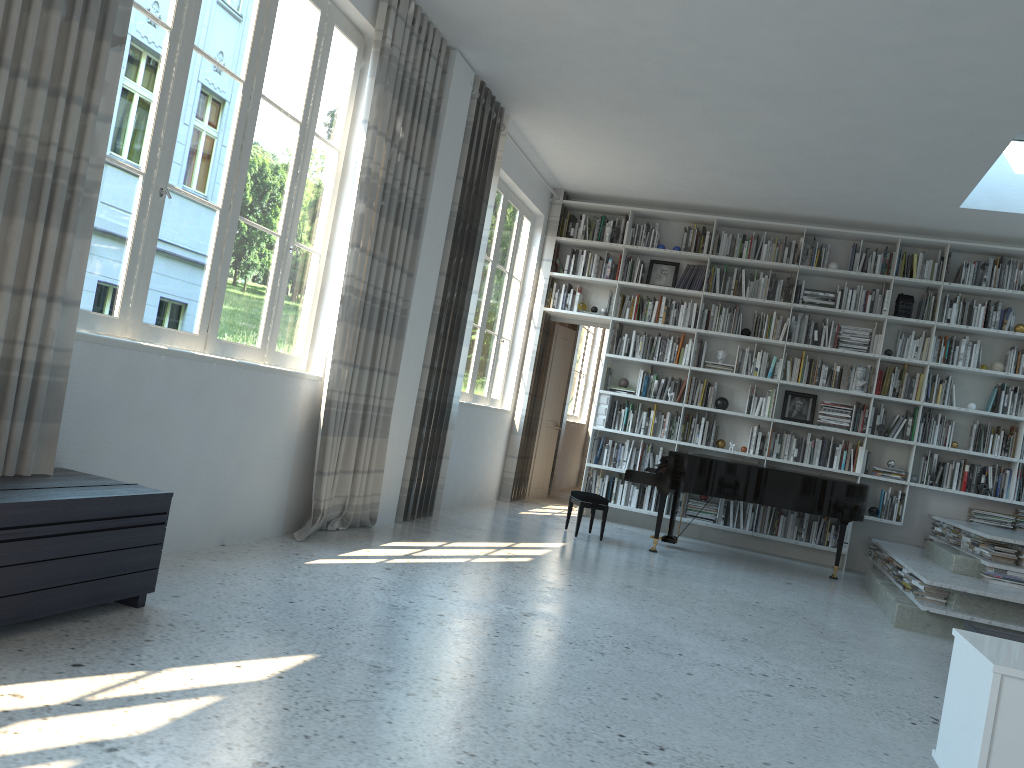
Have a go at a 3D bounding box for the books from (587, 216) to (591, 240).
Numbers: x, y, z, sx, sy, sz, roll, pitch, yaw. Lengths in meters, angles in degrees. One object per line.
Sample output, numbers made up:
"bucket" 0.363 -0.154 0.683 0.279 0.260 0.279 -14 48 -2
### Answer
"books" 0.793 -1.572 9.138 0.057 0.262 0.191 10 -1 16

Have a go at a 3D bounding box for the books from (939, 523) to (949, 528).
"books" 3.845 1.250 7.741 0.163 0.018 0.290 10 -2 15

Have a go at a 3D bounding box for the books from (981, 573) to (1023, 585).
"books" 3.331 1.319 5.975 0.285 0.008 0.159 10 -2 14

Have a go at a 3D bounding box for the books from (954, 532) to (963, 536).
"books" 3.676 1.223 7.174 0.160 0.012 0.254 9 -2 20

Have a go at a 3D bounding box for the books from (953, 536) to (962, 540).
"books" 3.676 1.255 7.172 0.159 0.018 0.203 10 -2 14

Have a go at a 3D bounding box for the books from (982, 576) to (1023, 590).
"books" 3.322 1.339 5.956 0.262 0.023 0.200 10 -2 14

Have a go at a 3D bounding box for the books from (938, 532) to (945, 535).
"books" 3.834 1.319 7.740 0.152 0.009 0.259 10 -2 13

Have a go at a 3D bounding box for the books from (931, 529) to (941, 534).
"books" 3.901 1.343 8.022 0.174 0.017 0.265 9 -2 19

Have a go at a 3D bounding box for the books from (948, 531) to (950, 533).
"books" 3.764 1.268 7.446 0.150 0.013 0.215 10 -2 16

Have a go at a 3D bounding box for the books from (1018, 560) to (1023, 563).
"books" 3.583 1.233 6.047 0.207 0.012 0.131 10 -2 12

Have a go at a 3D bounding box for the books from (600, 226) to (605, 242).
"books" 0.936 -1.509 9.113 0.024 0.187 0.159 10 -1 16

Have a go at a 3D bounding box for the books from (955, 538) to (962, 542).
"books" 3.684 1.274 7.168 0.138 0.017 0.237 10 -2 15

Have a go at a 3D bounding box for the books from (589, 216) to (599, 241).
"books" 0.844 -1.573 9.139 0.039 0.282 0.182 10 -1 16

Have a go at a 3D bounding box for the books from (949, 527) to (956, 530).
"books" 3.767 1.224 7.448 0.148 0.013 0.220 9 -2 19

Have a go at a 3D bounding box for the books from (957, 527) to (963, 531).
"books" 3.691 1.183 7.173 0.139 0.028 0.262 9 -2 21

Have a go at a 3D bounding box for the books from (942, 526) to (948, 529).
"books" 3.843 1.265 7.741 0.143 0.012 0.264 9 -2 21

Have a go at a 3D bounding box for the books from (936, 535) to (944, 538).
"books" 3.822 1.352 7.741 0.173 0.017 0.233 10 -2 15

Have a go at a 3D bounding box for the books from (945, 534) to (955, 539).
"books" 3.743 1.301 7.450 0.164 0.023 0.242 9 -2 20

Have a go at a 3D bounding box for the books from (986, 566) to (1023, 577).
"books" 3.340 1.264 5.972 0.233 0.025 0.157 10 -2 11

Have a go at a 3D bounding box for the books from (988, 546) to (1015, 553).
"books" 3.415 1.153 6.191 0.132 0.009 0.269 9 -2 20

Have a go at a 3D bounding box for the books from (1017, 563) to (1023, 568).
"books" 3.573 1.257 6.027 0.216 0.015 0.178 10 -2 14

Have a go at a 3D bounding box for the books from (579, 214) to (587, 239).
"books" 0.740 -1.591 9.170 0.028 0.283 0.189 10 -1 16

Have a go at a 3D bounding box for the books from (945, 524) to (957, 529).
"books" 3.757 1.208 7.452 0.164 0.015 0.243 10 -2 11

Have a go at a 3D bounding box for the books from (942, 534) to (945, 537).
"books" 3.843 1.336 7.736 0.131 0.021 0.240 9 -2 18

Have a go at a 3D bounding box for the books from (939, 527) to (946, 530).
"books" 3.836 1.273 7.743 0.171 0.007 0.206 9 -2 18

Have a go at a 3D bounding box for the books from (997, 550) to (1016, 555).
"books" 3.438 1.166 6.183 0.090 0.011 0.190 10 -2 14

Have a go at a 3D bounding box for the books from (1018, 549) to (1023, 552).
"books" 3.593 1.156 6.034 0.228 0.009 0.159 10 -2 12

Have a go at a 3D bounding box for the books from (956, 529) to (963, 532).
"books" 3.698 1.205 7.169 0.128 0.013 0.296 10 -2 14

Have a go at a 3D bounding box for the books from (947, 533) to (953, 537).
"books" 3.757 1.282 7.447 0.154 0.018 0.221 10 -2 15

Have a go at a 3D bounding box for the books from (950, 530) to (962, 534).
"books" 3.672 1.211 7.176 0.186 0.009 0.261 10 -2 15

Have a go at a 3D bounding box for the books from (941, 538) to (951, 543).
"books" 3.734 1.329 7.450 0.183 0.012 0.296 10 -2 15

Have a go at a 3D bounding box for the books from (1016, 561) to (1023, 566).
"books" 3.579 1.245 6.041 0.227 0.013 0.148 10 -2 14

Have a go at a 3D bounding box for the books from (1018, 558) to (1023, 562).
"books" 3.579 1.219 6.024 0.215 0.013 0.189 10 -2 15

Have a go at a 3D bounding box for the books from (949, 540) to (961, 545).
"books" 3.652 1.297 7.176 0.182 0.011 0.253 9 -2 20

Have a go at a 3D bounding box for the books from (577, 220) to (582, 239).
"books" 0.713 -1.567 9.186 0.024 0.227 0.157 10 -1 16

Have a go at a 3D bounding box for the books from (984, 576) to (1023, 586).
"books" 3.330 1.326 5.975 0.264 0.006 0.165 10 -2 17

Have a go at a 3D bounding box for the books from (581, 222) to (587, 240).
"books" 0.758 -1.549 9.152 0.030 0.206 0.175 10 -1 16

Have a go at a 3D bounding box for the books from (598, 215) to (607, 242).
"books" 0.925 -1.575 9.132 0.029 0.314 0.129 10 -1 16

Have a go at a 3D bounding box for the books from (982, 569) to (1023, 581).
"books" 3.335 1.292 5.973 0.292 0.012 0.159 9 -2 19

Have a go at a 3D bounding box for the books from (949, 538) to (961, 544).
"books" 3.661 1.286 7.174 0.177 0.014 0.247 10 -2 14

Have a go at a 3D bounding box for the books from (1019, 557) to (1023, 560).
"books" 3.584 1.208 6.034 0.210 0.012 0.168 10 -2 17

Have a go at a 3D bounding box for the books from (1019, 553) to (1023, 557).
"books" 3.583 1.184 6.017 0.230 0.015 0.190 9 -2 21

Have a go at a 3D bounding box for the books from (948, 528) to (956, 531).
"books" 3.765 1.235 7.448 0.160 0.010 0.179 10 -2 16

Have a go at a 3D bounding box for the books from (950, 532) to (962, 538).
"books" 3.671 1.236 7.175 0.178 0.017 0.293 10 -2 17

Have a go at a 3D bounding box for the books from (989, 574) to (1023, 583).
"books" 3.332 1.304 5.969 0.210 0.012 0.168 9 -2 20

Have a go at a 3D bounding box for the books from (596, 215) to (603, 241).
"books" 0.901 -1.574 9.128 0.014 0.304 0.145 10 -1 16

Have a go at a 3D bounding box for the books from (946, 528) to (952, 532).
"books" 3.758 1.243 7.449 0.167 0.008 0.234 10 -2 15

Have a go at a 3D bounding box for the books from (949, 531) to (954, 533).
"books" 3.763 1.254 7.447 0.144 0.013 0.220 9 -2 19

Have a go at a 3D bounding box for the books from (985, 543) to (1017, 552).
"books" 3.413 1.141 6.192 0.149 0.014 0.228 10 -2 14

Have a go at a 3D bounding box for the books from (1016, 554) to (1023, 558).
"books" 3.586 1.197 6.037 0.260 0.009 0.153 9 -2 19

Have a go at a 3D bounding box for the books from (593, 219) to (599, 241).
"books" 0.880 -1.554 9.147 0.030 0.257 0.130 10 -1 16

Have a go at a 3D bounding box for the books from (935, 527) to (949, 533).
"books" 3.822 1.289 7.745 0.189 0.030 0.238 10 -2 13

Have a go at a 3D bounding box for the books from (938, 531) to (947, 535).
"books" 3.832 1.310 7.741 0.163 0.008 0.295 10 -2 14

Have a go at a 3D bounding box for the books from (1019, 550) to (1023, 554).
"books" 3.592 1.170 6.042 0.220 0.018 0.154 10 -2 17

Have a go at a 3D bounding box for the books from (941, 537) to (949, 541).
"books" 3.732 1.317 7.452 0.190 0.012 0.235 10 -2 14

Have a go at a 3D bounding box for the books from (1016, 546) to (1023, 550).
"books" 3.600 1.145 6.054 0.261 0.016 0.129 10 -2 15

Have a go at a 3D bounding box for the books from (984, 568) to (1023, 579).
"books" 3.340 1.282 5.985 0.257 0.010 0.132 9 -2 20
